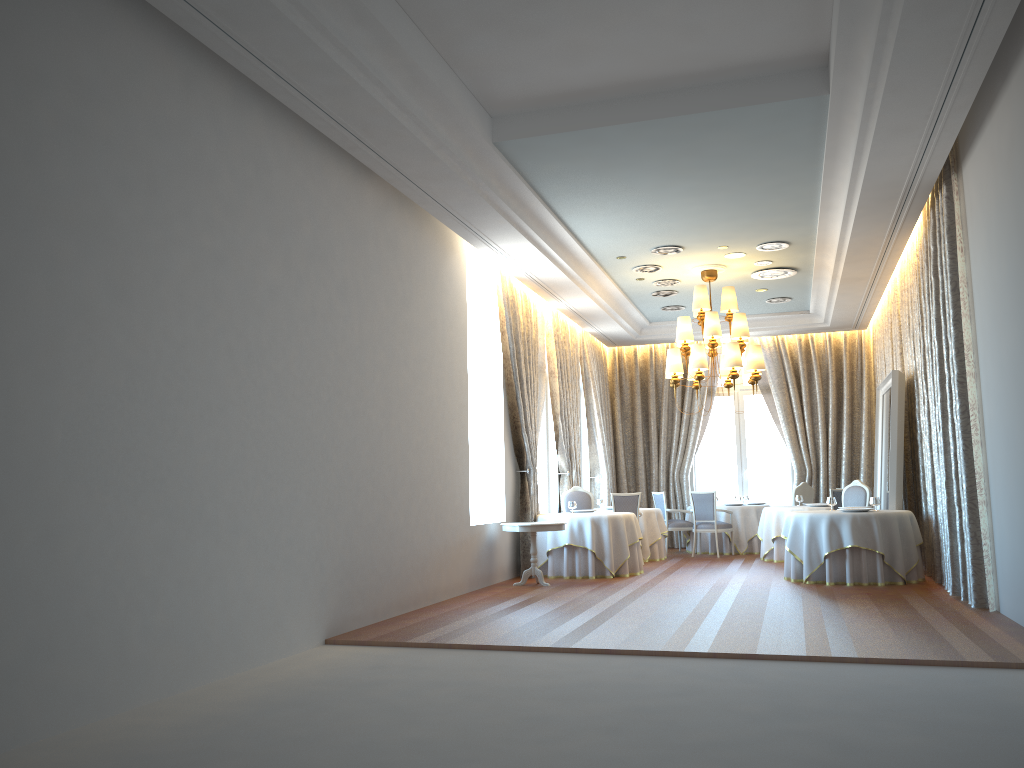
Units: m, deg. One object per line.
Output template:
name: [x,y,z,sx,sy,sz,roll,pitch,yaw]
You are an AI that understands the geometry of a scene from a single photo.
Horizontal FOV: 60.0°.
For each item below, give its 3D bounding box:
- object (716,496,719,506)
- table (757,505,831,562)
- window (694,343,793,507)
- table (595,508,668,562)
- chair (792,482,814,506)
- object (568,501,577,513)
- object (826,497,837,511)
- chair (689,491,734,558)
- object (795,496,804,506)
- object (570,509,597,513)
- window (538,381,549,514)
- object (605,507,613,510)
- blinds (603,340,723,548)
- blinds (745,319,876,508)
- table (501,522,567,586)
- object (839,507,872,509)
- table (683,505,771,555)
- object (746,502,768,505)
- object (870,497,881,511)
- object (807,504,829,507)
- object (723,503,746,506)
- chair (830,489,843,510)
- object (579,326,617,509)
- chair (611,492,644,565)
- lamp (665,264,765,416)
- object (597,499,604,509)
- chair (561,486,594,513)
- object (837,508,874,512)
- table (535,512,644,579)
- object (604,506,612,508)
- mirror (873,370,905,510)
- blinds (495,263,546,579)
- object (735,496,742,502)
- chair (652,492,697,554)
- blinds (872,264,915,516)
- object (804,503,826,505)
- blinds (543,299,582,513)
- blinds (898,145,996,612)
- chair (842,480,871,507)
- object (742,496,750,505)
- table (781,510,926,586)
object: [3.681,2.120,16.070,0.128,0.165,0.128,-3,-7,17]
table: [4.778,2.385,14.069,1.663,0.890,1.667,-5,-8,31]
window: [4.535,0.788,17.647,1.881,3.306,0.196,-3,-7,17]
table: [1.805,2.559,15.005,1.667,0.890,1.663,-3,-7,11]
chair: [4.876,2.334,15.478,0.563,1.233,0.690,3,-8,-32]
object: [0.867,1.767,12.711,0.128,0.165,0.128,-1,-7,-1]
object: [4.112,1.543,11.409,0.128,0.165,0.128,5,-9,-42]
chair: [3.394,2.387,15.199,0.650,1.108,0.629,-6,-8,32]
object: [4.680,1.900,14.434,0.128,0.165,0.128,-3,-7,17]
object: [1.057,1.859,12.969,0.419,0.036,0.419,-3,-7,16]
window: [0.328,0.410,13.854,0.259,3.306,1.882,-3,-7,17]
object: [1.718,2.045,14.602,0.419,0.036,0.419,-3,-7,16]
blinds: [2.999,0.858,17.690,2.535,4.901,0.386,-3,-7,17]
blinds: [5.741,0.699,16.839,2.476,4.901,0.386,-3,-7,17]
table: [0.280,2.146,11.107,0.761,0.801,0.760,3,-8,-33]
object: [4.443,1.609,11.475,0.419,0.036,0.419,-3,-7,16]
table: [3.994,2.662,16.211,1.667,0.890,1.663,-6,-9,36]
object: [4.451,2.180,16.166,0.419,0.036,0.419,-3,-7,16]
object: [4.433,1.465,10.823,0.128,0.165,0.128,-3,-7,17]
object: [4.768,1.877,13.728,0.419,0.036,0.419,-3,-7,16]
object: [3.965,2.148,15.818,0.419,0.036,0.419,-3,-7,16]
chair: [4.779,2.101,13.082,0.650,1.108,0.629,0,-7,-13]
object: [1.691,0.846,16.997,0.386,4.901,2.121,-3,-7,17]
chair: [1.735,2.266,13.937,0.650,1.108,0.629,0,-7,-8]
lamp: [2.881,-0.631,12.750,1.373,2.121,1.373,4,-8,-35]
object: [1.536,2.077,15.363,0.128,0.165,0.128,-3,-7,17]
chair: [1.056,2.153,13.359,0.563,1.233,0.690,0,-7,-8]
object: [4.133,1.516,10.665,0.419,0.036,0.419,-3,-7,16]
table: [1.010,2.271,12.505,1.663,0.890,1.667,-2,-7,6]
object: [1.795,2.156,15.525,0.419,0.036,0.419,-3,-7,16]
mirror: [5.239,1.216,12.372,0.385,2.564,2.251,-3,-7,17]
blinds: [0.220,0.295,12.622,0.315,4.930,2.204,-3,-7,17]
object: [4.110,2.117,16.117,0.128,0.165,0.128,-3,-7,17]
chair: [2.939,2.506,16.104,0.629,1.108,0.650,1,-7,-18]
blinds: [6.177,0.388,14.496,0.238,4.819,4.439,-3,-7,17]
object: [4.976,1.969,14.516,0.419,0.036,0.419,-3,-7,16]
blinds: [0.977,0.564,14.946,0.335,4.969,2.257,-3,-7,17]
blinds: [4.871,-0.091,10.351,0.238,4.819,4.439,-3,-7,17]
chair: [4.444,1.913,11.956,0.690,1.233,0.563,2,-8,-22]
object: [4.351,2.157,16.485,0.128,0.165,0.128,-3,-7,17]
table: [4.223,2.029,11.051,1.663,0.890,1.667,-2,-7,6]
